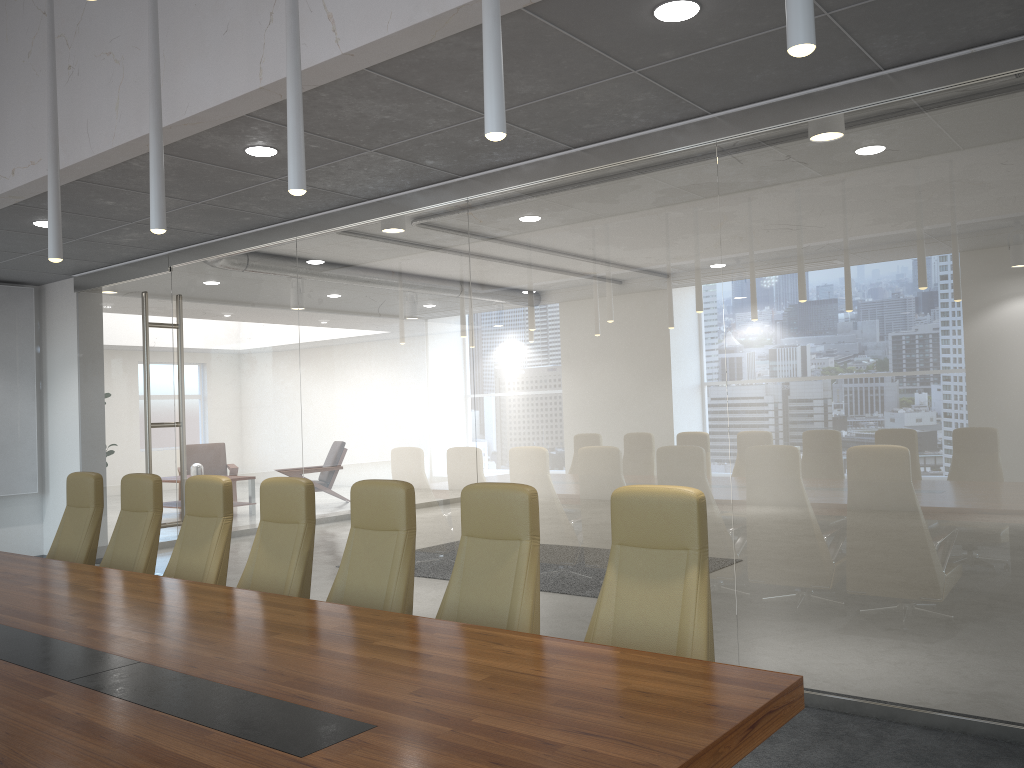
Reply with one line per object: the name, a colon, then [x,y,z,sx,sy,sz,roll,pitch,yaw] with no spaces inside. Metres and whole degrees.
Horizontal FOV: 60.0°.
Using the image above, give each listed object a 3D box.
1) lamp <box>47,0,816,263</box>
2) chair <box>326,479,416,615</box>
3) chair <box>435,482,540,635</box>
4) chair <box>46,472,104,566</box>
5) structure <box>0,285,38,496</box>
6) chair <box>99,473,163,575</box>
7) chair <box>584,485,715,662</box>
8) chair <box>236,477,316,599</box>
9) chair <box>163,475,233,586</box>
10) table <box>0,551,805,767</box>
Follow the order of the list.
lamp: [-2.477,-1.857,3.908,7.258,2.378,2.619,-3,-2,38]
chair: [-0.936,1.210,4.359,0.711,1.406,0.955,-3,-2,38]
chair: [-0.308,1.172,3.872,0.711,1.406,0.955,-3,-2,38]
chair: [-3.465,1.362,6.320,0.711,1.406,0.955,-3,-2,38]
structure: [-2.388,-0.259,3.904,13.989,2.466,6.600,-3,-2,38]
chair: [-2.834,1.324,5.830,0.711,1.406,0.955,-3,-2,38]
chair: [0.377,1.134,3.428,0.711,1.406,0.955,-3,-2,38]
chair: [-1.567,1.248,4.849,0.711,1.406,0.955,-3,-2,38]
chair: [-2.195,1.286,5.335,0.711,1.406,0.955,-3,-2,38]
table: [-2.355,1.500,3.804,6.500,0.895,2.300,-3,-2,38]
